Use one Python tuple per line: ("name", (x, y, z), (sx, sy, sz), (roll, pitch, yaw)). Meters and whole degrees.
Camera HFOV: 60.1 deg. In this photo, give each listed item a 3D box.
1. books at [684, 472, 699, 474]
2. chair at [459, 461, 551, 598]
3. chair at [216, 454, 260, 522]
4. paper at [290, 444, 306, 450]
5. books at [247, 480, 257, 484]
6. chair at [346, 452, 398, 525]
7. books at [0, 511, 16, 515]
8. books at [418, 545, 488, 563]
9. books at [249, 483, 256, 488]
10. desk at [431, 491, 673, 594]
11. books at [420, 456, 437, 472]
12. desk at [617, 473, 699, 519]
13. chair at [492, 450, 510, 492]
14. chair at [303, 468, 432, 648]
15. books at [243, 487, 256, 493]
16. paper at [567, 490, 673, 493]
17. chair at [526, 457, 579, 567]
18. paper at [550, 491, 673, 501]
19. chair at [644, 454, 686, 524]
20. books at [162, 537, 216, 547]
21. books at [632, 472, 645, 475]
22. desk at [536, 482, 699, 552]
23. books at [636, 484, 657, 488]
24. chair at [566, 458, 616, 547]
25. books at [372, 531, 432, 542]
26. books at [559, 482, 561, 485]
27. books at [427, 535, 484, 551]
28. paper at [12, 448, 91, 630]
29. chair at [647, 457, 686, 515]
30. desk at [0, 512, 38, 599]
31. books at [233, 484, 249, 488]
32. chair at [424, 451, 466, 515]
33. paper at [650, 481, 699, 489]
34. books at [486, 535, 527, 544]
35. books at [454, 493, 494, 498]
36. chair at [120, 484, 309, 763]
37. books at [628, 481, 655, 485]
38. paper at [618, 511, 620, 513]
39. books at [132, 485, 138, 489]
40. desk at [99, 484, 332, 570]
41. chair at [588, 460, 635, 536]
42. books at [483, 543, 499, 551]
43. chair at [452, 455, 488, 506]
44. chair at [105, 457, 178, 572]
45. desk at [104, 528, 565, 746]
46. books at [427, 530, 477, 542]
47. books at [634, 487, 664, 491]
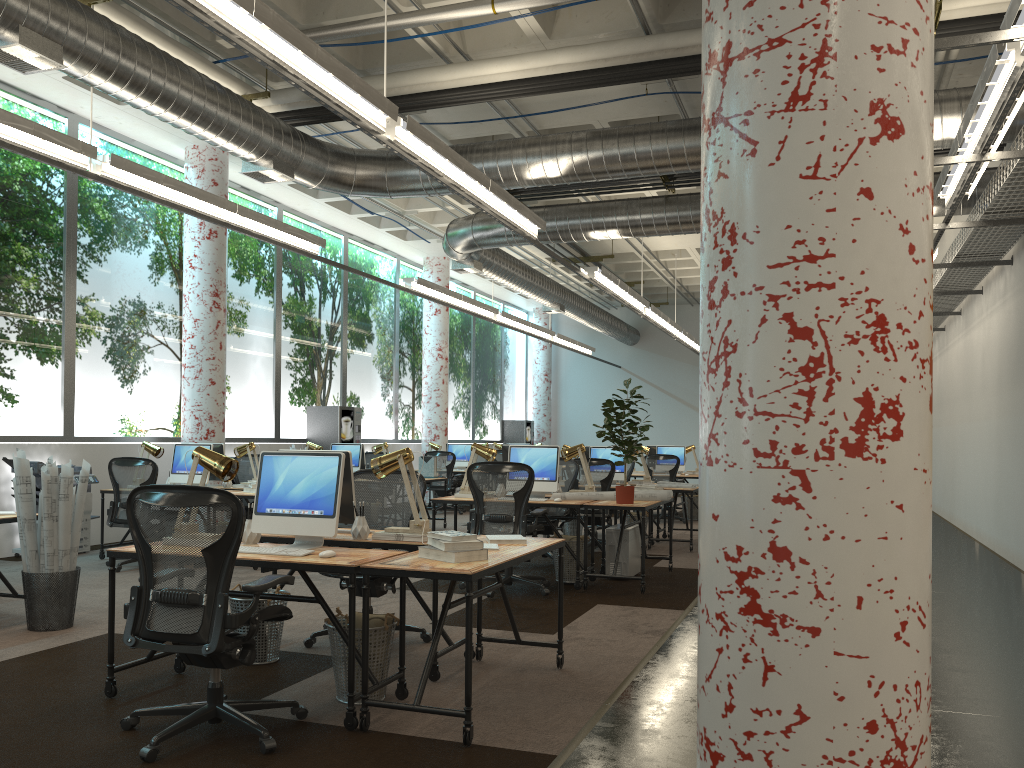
("books", (3.111, 1.524, 15.151), (0.309, 0.038, 0.226), (-1, -4, 20))
("chair", (-0.060, 1.185, 7.422), (0.770, 1.085, 0.793), (0, -2, 4))
("chair", (-3.168, 1.372, 10.472), (0.770, 1.085, 0.793), (0, -2, 4))
("paper", (-3.141, 1.490, 13.261), (0.440, 1.197, 0.412), (1, -1, -2))
("books", (-2.570, 0.995, 8.980), (0.153, 0.030, 0.185), (4, -5, -42))
("chair", (-2.109, 1.569, 13.411), (0.770, 1.085, 0.793), (0, -2, 4))
("books", (-3.608, 0.902, 6.182), (0.243, 0.019, 0.205), (3, -4, -33))
("books", (-0.276, 0.784, 4.107), (0.200, 0.050, 0.272), (4, -5, -43))
("books", (-2.558, 1.027, 8.989), (0.193, 0.044, 0.258), (2, -4, -23))
("desk", (0.411, 1.418, 8.221), (1.940, 0.724, 1.403), (-1, -3, 20))
("books", (-1.196, 1.191, 12.709), (0.233, 0.310, 0.068), (0, -1, 20))
("desk", (2.851, 1.887, 14.901), (1.940, 0.723, 1.403), (-1, -3, 20))
("chair", (-0.099, 1.908, 18.447), (0.770, 1.085, 0.793), (0, -2, 4))
("chair", (-0.877, 1.084, 5.616), (0.770, 1.085, 0.793), (0, -2, 4))
("books", (-2.566, 1.072, 8.962), (0.200, 0.050, 0.272), (4, -5, -43))
("paper", (0.937, 1.007, 8.049), (1.134, 0.082, 0.083), (2, -2, -16))
("chair", (0.381, 1.302, 9.192), (0.770, 1.085, 0.793), (0, -2, 4))
("paper", (0.880, 0.997, 7.891), (1.134, 0.082, 0.083), (1, -2, -6))
("chair", (2.380, 1.655, 14.103), (0.770, 1.085, 0.793), (0, -2, 4))
("books", (-1.605, 0.806, 4.572), (0.309, 0.038, 0.226), (-1, -4, 20))
("books", (2.093, 1.494, 14.829), (0.309, 0.038, 0.226), (-1, -4, 20))
("desk", (1.410, 1.638, 11.191), (1.940, 0.723, 1.403), (-1, -3, 20))
("books", (1.286, 0.976, 8.459), (0.185, 0.030, 0.153), (-1, -4, 18))
("chair", (0.939, 1.405, 10.392), (0.770, 1.085, 0.793), (0, -2, 4))
("books", (-0.587, 0.836, 4.894), (0.309, 0.038, 0.226), (-1, -4, 20))
("books", (0.652, 1.244, 11.118), (0.309, 0.038, 0.226), (-1, -4, 20))
("books", (-0.268, 0.739, 4.133), (0.193, 0.044, 0.258), (2, -4, -23))
("paper", (-3.096, 1.023, 5.911), (0.440, 1.197, 0.412), (1, -1, -2))
("chair", (2.821, 1.772, 15.873), (0.770, 1.085, 0.793), (0, -2, 4))
("desk", (-4.420, 1.249, 5.940), (1.940, 0.723, 1.403), (-1, -3, 20))
("books", (-2.877, 1.124, 9.750), (0.309, 0.038, 0.226), (-1, -4, 20))
("chair", (-1.199, 1.704, 15.390), (0.770, 1.085, 0.793), (0, -2, 4))
("paper", (2.008, 1.236, 10.852), (0.568, 0.061, 0.627), (-1, -4, 17))
("books", (-0.035, 0.845, 4.822), (0.200, 0.024, 0.235), (1, -4, -7))
("books", (-0.347, 1.024, 8.148), (0.309, 0.038, 0.226), (-1, -4, 20))
("chair", (-1.318, 0.967, 3.846), (0.770, 1.085, 0.793), (0, -2, 4))
("books", (1.670, 1.274, 11.440), (0.309, 0.038, 0.226), (-1, -4, 20))
("paper", (1.789, 1.693, 15.723), (0.440, 1.197, 0.412), (1, -1, -2))
("books", (-3.895, 1.094, 9.428), (0.309, 0.038, 0.226), (-1, -4, 20))
("desk", (-3.137, 1.488, 9.500), (1.940, 0.723, 1.403), (-1, -3, 20))
("chair", (1.379, 1.522, 12.163), (0.770, 1.085, 0.793), (0, -2, 4))
("books", (-0.192, 0.827, 4.512), (0.243, 0.019, 0.205), (1, -4, -3))
("chair", (-0.759, 1.820, 17.161), (0.770, 1.085, 0.793), (0, -2, 4))
("chair", (-3.609, 1.255, 8.701), (0.770, 1.085, 0.793), (0, -2, 4))
("desk", (-0.847, 1.200, 4.644), (1.940, 0.723, 1.403), (-1, -3, 20))
("books", (-0.280, 0.707, 4.124), (0.153, 0.030, 0.185), (4, -5, -42))
("books", (1.292, 1.008, 8.472), (0.257, 0.044, 0.193), (-2, -4, 37))
